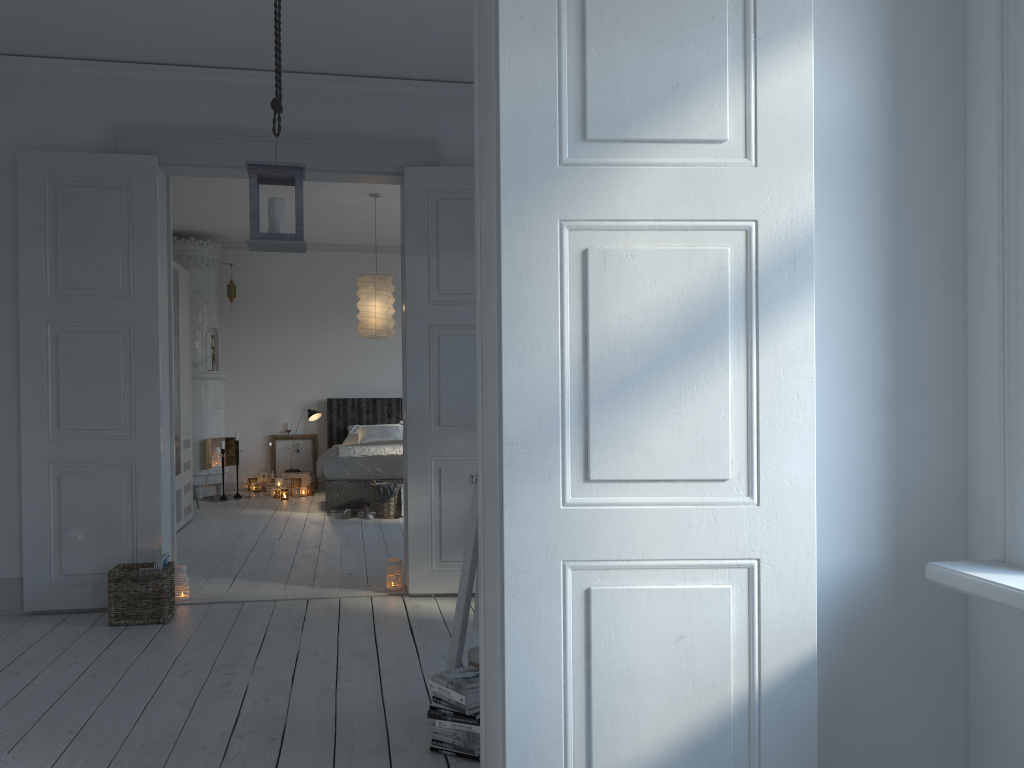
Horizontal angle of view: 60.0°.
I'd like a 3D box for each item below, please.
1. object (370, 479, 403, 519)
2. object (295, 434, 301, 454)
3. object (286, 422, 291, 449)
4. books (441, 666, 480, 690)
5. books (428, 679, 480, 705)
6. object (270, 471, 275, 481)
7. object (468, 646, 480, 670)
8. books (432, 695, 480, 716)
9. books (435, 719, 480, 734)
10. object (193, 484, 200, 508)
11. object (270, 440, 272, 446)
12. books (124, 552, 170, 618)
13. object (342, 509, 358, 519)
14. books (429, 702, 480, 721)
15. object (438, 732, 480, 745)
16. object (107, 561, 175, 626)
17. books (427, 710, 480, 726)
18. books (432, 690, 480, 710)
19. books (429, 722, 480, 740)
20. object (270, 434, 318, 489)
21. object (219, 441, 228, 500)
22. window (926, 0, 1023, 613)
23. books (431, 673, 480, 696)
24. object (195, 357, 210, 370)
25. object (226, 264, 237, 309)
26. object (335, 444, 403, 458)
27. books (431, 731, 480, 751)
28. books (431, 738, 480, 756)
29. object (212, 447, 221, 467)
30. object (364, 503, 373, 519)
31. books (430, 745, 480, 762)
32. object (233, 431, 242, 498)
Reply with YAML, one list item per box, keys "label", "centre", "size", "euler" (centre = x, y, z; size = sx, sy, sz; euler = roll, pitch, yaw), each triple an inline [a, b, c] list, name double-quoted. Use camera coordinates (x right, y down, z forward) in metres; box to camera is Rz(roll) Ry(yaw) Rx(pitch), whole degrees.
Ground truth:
- label: "object"
  centre: [-1.104, 1.033, 7.941]
  size: [0.319, 0.351, 0.319]
  euler: [0, 0, 21]
- label: "object"
  centre: [-2.463, 0.714, 10.206]
  size: [0.062, 0.228, 0.063]
  euler: [0, 1, 13]
- label: "object"
  centre: [-2.571, 0.622, 10.201]
  size: [0.067, 0.320, 0.067]
  euler: [0, 1, 38]
- label: "books"
  centre: [-0.144, 0.925, 2.784]
  size: [0.111, 0.014, 0.156]
  euler: [0, -1, -31]
- label: "books"
  centre: [-0.161, 0.962, 2.798]
  size: [0.128, 0.026, 0.200]
  euler: [0, -1, -39]
- label: "object"
  centre: [-2.733, 1.022, 10.128]
  size: [0.062, 0.220, 0.028]
  euler: [0, 1, -16]
- label: "object"
  centre: [-0.083, 0.940, 2.985]
  size: [0.142, 0.074, 0.142]
  euler: [0, 0, -27]
- label: "books"
  centre: [-0.152, 1.000, 2.791]
  size: [0.128, 0.016, 0.177]
  euler: [0, -1, -44]
- label: "books"
  centre: [-0.144, 1.061, 2.793]
  size: [0.167, 0.022, 0.128]
  euler: [-1, 0, 23]
- label: "object"
  centre: [-3.214, 0.842, 8.347]
  size: [0.431, 0.774, 0.671]
  euler: [0, 0, -11]
- label: "object"
  centre: [-2.769, 0.670, 10.149]
  size: [0.024, 0.127, 0.023]
  euler: [-1, 1, -27]
- label: "books"
  centre: [-1.825, 1.019, 4.398]
  size: [0.201, 0.300, 0.179]
  euler: [0, 0, -11]
- label: "object"
  centre: [-1.489, 1.169, 7.911]
  size: [0.120, 0.084, 0.222]
  euler: [0, 0, 18]
- label: "books"
  centre: [-0.156, 1.017, 2.789]
  size: [0.178, 0.016, 0.128]
  euler: [-1, -1, 32]
- label: "object"
  centre: [-0.142, 1.094, 2.785]
  size: [0.156, 0.014, 0.111]
  euler: [-1, -1, 32]
- label: "object"
  centre: [-1.837, 1.051, 4.397]
  size: [0.270, 0.265, 0.224]
  euler: [0, 0, -11]
- label: "books"
  centre: [-0.158, 1.038, 2.797]
  size: [0.193, 0.022, 0.128]
  euler: [-1, 0, 22]
- label: "books"
  centre: [-0.152, 0.984, 2.793]
  size: [0.128, 0.016, 0.181]
  euler: [0, -1, -40]
- label: "books"
  centre: [-0.153, 1.081, 2.796]
  size: [0.187, 0.017, 0.132]
  euler: [-1, -1, 26]
- label: "object"
  centre: [-2.507, 0.923, 10.191]
  size: [0.528, 0.630, 0.082]
  euler: [0, 1, -11]
- label: "object"
  centre: [-3.022, 0.924, 9.264]
  size: [0.091, 0.622, 0.091]
  euler: [-1, 1, -32]
- label: "window"
  centre: [1.215, -0.483, 1.246]
  size: [0.375, 1.846, 1.456]
  euler: [0, 0, -11]
- label: "books"
  centre: [-0.155, 0.941, 2.795]
  size: [0.132, 0.017, 0.187]
  euler: [0, -1, -38]
- label: "object"
  centre: [-3.267, -0.188, 9.370]
  size: [0.059, 0.165, 0.196]
  euler: [0, 0, 34]
- label: "object"
  centre: [-3.092, -1.041, 9.798]
  size: [0.117, 0.505, 0.105]
  euler: [-1, 1, -37]
- label: "object"
  centre: [-0.955, 0.647, 8.503]
  size: [1.460, 0.104, 0.405]
  euler: [0, 0, -11]
- label: "books"
  centre: [-0.152, 1.110, 2.795]
  size: [0.181, 0.016, 0.128]
  euler: [-1, -1, 34]
- label: "books"
  centre: [-0.151, 1.126, 2.792]
  size: [0.177, 0.016, 0.128]
  euler: [-1, -1, 30]
- label: "object"
  centre: [-3.209, 0.823, 9.619]
  size: [0.098, 0.210, 0.098]
  euler: [0, 0, -12]
- label: "object"
  centre: [-1.285, 1.150, 7.903]
  size: [0.083, 0.122, 0.222]
  euler: [0, 0, -11]
- label: "books"
  centre: [-0.155, 1.143, 2.790]
  size: [0.178, 0.016, 0.128]
  euler: [-1, -1, 27]
- label: "object"
  centre: [-2.924, 0.876, 9.424]
  size: [0.091, 0.718, 0.091]
  euler: [0, 1, -2]
